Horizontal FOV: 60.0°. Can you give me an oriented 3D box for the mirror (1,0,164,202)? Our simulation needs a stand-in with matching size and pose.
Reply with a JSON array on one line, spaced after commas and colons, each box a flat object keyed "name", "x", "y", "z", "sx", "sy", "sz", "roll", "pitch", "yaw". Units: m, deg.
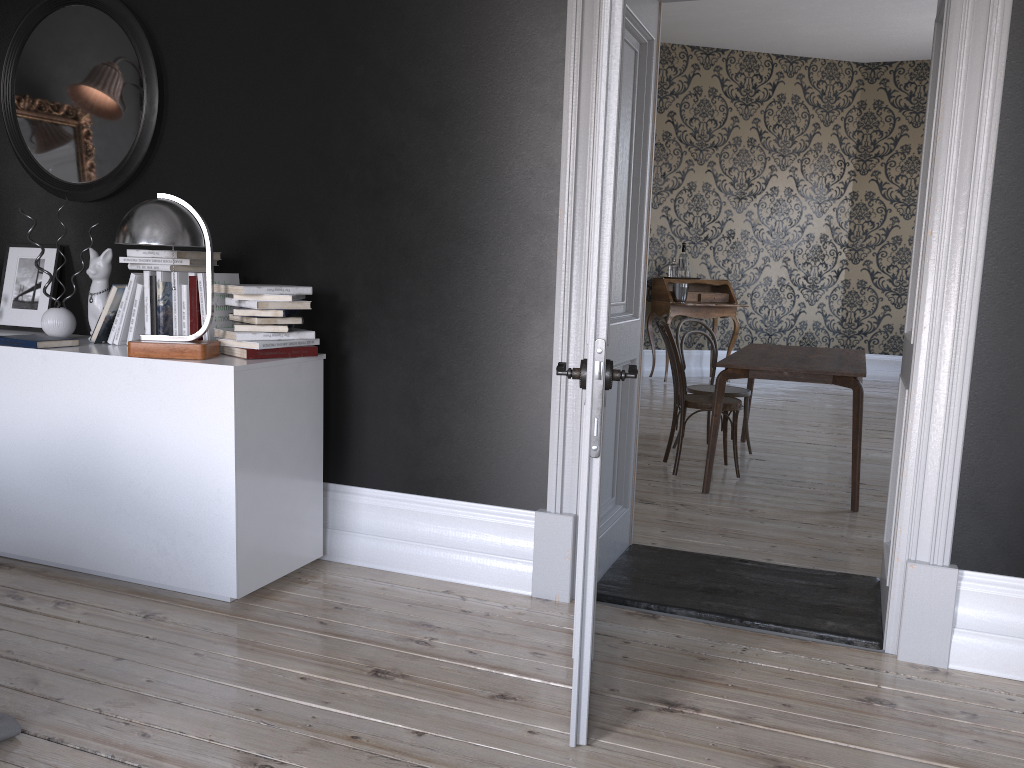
[{"name": "mirror", "x": -1.936, "y": -1.282, "z": 3.942, "sx": 0.923, "sy": 0.927, "sz": 0.061, "roll": 5, "pitch": 9, "yaw": 21}]

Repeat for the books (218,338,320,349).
[{"name": "books", "x": -0.946, "y": -0.164, "z": 3.451, "sx": 0.228, "sy": 0.025, "sz": 0.318, "roll": 6, "pitch": 9, "yaw": 31}]

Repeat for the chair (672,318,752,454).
[{"name": "chair", "x": 1.415, "y": 0.017, "z": 6.248, "sx": 0.438, "sy": 0.925, "sz": 0.549, "roll": -3, "pitch": 10, "yaw": -31}]

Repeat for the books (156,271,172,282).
[{"name": "books", "x": -1.359, "y": -0.304, "z": 3.621, "sx": 0.024, "sy": 0.308, "sz": 0.219, "roll": 5, "pitch": 9, "yaw": 21}]

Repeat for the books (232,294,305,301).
[{"name": "books", "x": -0.946, "y": -0.344, "z": 3.472, "sx": 0.220, "sy": 0.024, "sz": 0.306, "roll": 1, "pitch": 7, "yaw": -4}]

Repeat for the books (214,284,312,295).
[{"name": "books", "x": -0.967, "y": -0.366, "z": 3.433, "sx": 0.220, "sy": 0.030, "sz": 0.306, "roll": 8, "pitch": 10, "yaw": 41}]

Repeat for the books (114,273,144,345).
[{"name": "books", "x": -1.528, "y": -0.313, "z": 3.686, "sx": 0.126, "sy": 0.297, "sz": 0.219, "roll": 5, "pitch": 9, "yaw": 21}]

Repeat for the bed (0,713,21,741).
[{"name": "bed", "x": -3.073, "y": 0.325, "z": 1.334, "sx": 3.283, "sy": 1.302, "sz": 2.758, "roll": 3, "pitch": 8, "yaw": 10}]

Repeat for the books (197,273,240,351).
[{"name": "books", "x": -1.160, "y": -0.287, "z": 3.545, "sx": 0.050, "sy": 0.309, "sz": 0.219, "roll": 5, "pitch": 9, "yaw": 21}]

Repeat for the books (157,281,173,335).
[{"name": "books", "x": -1.350, "y": -0.277, "z": 3.578, "sx": 0.029, "sy": 0.270, "sz": 0.204, "roll": 5, "pitch": 9, "yaw": 21}]

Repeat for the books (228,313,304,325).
[{"name": "books", "x": -0.968, "y": -0.257, "z": 3.475, "sx": 0.193, "sy": 0.031, "sz": 0.289, "roll": -4, "pitch": 9, "yaw": -37}]

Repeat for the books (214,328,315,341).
[{"name": "books", "x": -0.967, "y": -0.196, "z": 3.465, "sx": 0.318, "sy": 0.031, "sz": 0.228, "roll": -4, "pitch": 10, "yaw": -39}]

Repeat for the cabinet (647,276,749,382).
[{"name": "cabinet", "x": 2.161, "y": -0.626, "z": 10.312, "sx": 0.913, "sy": 1.202, "sz": 0.901, "roll": 0, "pitch": 8, "yaw": -14}]

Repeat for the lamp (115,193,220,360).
[{"name": "lamp", "x": -1.267, "y": -0.396, "z": 3.251, "sx": 0.340, "sy": 0.592, "sz": 0.327, "roll": 2, "pitch": 8, "yaw": 1}]

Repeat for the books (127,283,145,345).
[{"name": "books", "x": -1.498, "y": -0.291, "z": 3.679, "sx": 0.091, "sy": 0.257, "sz": 0.195, "roll": 5, "pitch": 9, "yaw": 21}]

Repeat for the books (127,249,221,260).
[{"name": "books", "x": -1.382, "y": -0.529, "z": 3.629, "sx": 0.306, "sy": 0.030, "sz": 0.220, "roll": 6, "pitch": 9, "yaw": 31}]

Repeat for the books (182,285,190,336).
[{"name": "books", "x": -1.260, "y": -0.272, "z": 3.588, "sx": 0.026, "sy": 0.259, "sz": 0.195, "roll": 5, "pitch": 9, "yaw": 21}]

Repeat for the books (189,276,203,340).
[{"name": "books", "x": -1.199, "y": -0.285, "z": 3.563, "sx": 0.038, "sy": 0.296, "sz": 0.235, "roll": 5, "pitch": 9, "yaw": 21}]

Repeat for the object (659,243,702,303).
[{"name": "object", "x": 2.017, "y": -1.302, "z": 10.341, "sx": 0.441, "sy": 0.684, "sz": 0.630, "roll": 1, "pitch": 8, "yaw": -10}]

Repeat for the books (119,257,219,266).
[{"name": "books", "x": -1.392, "y": -0.499, "z": 3.607, "sx": 0.307, "sy": 0.024, "sz": 0.219, "roll": 3, "pitch": 8, "yaw": 11}]

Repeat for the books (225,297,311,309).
[{"name": "books", "x": -0.952, "y": -0.315, "z": 3.456, "sx": 0.220, "sy": 0.030, "sz": 0.306, "roll": -4, "pitch": 10, "yaw": -39}]

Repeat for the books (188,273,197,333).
[{"name": "books", "x": -1.223, "y": -0.296, "z": 3.598, "sx": 0.030, "sy": 0.307, "sz": 0.220, "roll": 5, "pitch": 9, "yaw": 21}]

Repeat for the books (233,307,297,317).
[{"name": "books", "x": -0.959, "y": -0.285, "z": 3.457, "sx": 0.193, "sy": 0.031, "sz": 0.289, "roll": 1, "pitch": 7, "yaw": -5}]

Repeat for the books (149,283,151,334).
[{"name": "books", "x": -1.411, "y": -0.284, "z": 3.646, "sx": 0.026, "sy": 0.259, "sz": 0.195, "roll": 5, "pitch": 9, "yaw": 21}]

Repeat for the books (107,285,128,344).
[{"name": "books", "x": -1.573, "y": -0.291, "z": 3.709, "sx": 0.132, "sy": 0.245, "sz": 0.195, "roll": 5, "pitch": 9, "yaw": 21}]

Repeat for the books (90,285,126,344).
[{"name": "books", "x": -1.623, "y": -0.293, "z": 3.695, "sx": 0.158, "sy": 0.247, "sz": 0.202, "roll": 5, "pitch": 9, "yaw": 21}]

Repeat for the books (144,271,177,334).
[{"name": "books", "x": -1.432, "y": -0.313, "z": 3.678, "sx": 0.030, "sy": 0.307, "sz": 0.220, "roll": 5, "pitch": 9, "yaw": 21}]

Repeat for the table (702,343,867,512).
[{"name": "table", "x": 1.831, "y": 0.194, "z": 5.748, "sx": 0.850, "sy": 0.757, "sz": 1.791, "roll": 5, "pitch": 8, "yaw": 21}]

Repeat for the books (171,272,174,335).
[{"name": "books", "x": -1.301, "y": -0.302, "z": 3.628, "sx": 0.030, "sy": 0.307, "sz": 0.220, "roll": 5, "pitch": 9, "yaw": 21}]

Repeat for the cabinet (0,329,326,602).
[{"name": "cabinet", "x": -1.984, "y": 0.252, "z": 3.803, "sx": 2.395, "sy": 0.885, "sz": 0.569, "roll": 5, "pitch": 9, "yaw": 21}]

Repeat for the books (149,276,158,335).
[{"name": "books", "x": -1.394, "y": -0.295, "z": 3.610, "sx": 0.030, "sy": 0.290, "sz": 0.192, "roll": 5, "pitch": 9, "yaw": 21}]

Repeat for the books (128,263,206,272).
[{"name": "books", "x": -1.398, "y": -0.475, "z": 3.615, "sx": 0.258, "sy": 0.026, "sz": 0.195, "roll": 6, "pitch": 9, "yaw": 31}]

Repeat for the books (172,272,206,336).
[{"name": "books", "x": -1.286, "y": -0.297, "z": 3.593, "sx": 0.024, "sy": 0.308, "sz": 0.219, "roll": 5, "pitch": 9, "yaw": 21}]

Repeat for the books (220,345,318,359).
[{"name": "books", "x": -0.944, "y": -0.132, "z": 3.446, "sx": 0.294, "sy": 0.038, "sz": 0.234, "roll": -5, "pitch": 10, "yaw": -41}]

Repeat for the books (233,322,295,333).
[{"name": "books", "x": -0.966, "y": -0.226, "z": 3.470, "sx": 0.203, "sy": 0.029, "sz": 0.268, "roll": 1, "pitch": 8, "yaw": -9}]

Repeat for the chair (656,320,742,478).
[{"name": "chair", "x": 1.179, "y": 0.080, "z": 5.615, "sx": 0.540, "sy": 0.952, "sz": 0.419, "roll": 2, "pitch": 8, "yaw": 1}]

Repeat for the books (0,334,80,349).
[{"name": "books", "x": -1.897, "y": -0.170, "z": 3.525, "sx": 0.289, "sy": 0.031, "sz": 0.192, "roll": 6, "pitch": 8, "yaw": 26}]

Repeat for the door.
[{"name": "door", "x": 0.290, "y": -0.284, "z": 2.694, "sx": 0.216, "sy": 2.381, "sz": 1.095, "roll": 3, "pitch": 8, "yaw": 8}]
